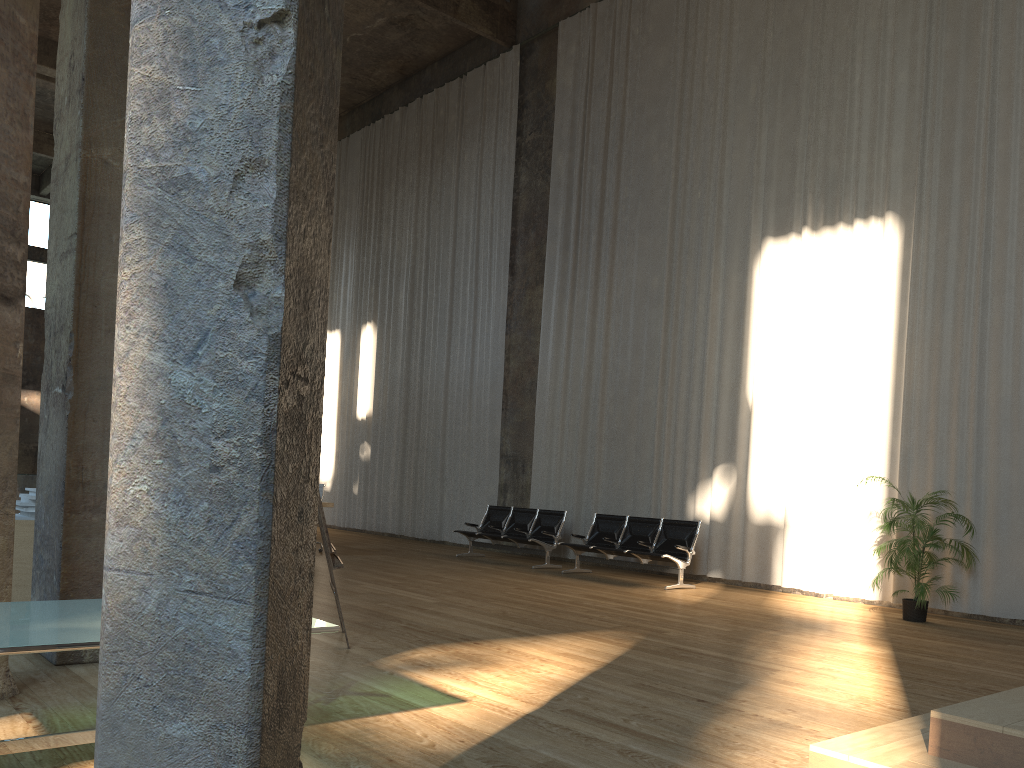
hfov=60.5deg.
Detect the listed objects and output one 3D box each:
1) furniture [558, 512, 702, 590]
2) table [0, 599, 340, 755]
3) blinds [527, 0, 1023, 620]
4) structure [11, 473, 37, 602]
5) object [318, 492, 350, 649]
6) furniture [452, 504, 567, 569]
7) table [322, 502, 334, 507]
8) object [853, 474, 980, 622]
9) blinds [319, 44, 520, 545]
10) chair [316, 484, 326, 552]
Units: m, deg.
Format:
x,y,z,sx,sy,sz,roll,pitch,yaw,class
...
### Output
x,y,z,sx,sy,sz,roll,pitch,yaw,class
1.466,2.115,11.326,0.712,0.840,1.869,5,-6,-40,furniture
-1.665,1.081,3.005,1.883,0.545,0.939,8,-7,-40,table
2.984,-1.766,11.382,0.276,8.635,7.814,3,-2,-39,blinds
-3.118,1.136,6.051,0.747,1.013,0.734,5,-2,-40,structure
-1.400,0.677,5.917,0.686,2.144,0.700,3,0,-14,object
-0.076,2.249,13.147,0.712,0.840,1.869,5,-6,-40,furniture
-5.660,2.201,14.986,1.611,0.757,7.702,8,-8,-40,table
4.033,1.656,8.864,1.126,1.455,1.098,1,-3,41,object
-2.599,-1.279,17.975,0.276,8.635,7.814,3,-2,-39,blinds
-5.356,1.644,11.269,13.036,1.029,31.452,9,-9,-40,chair
